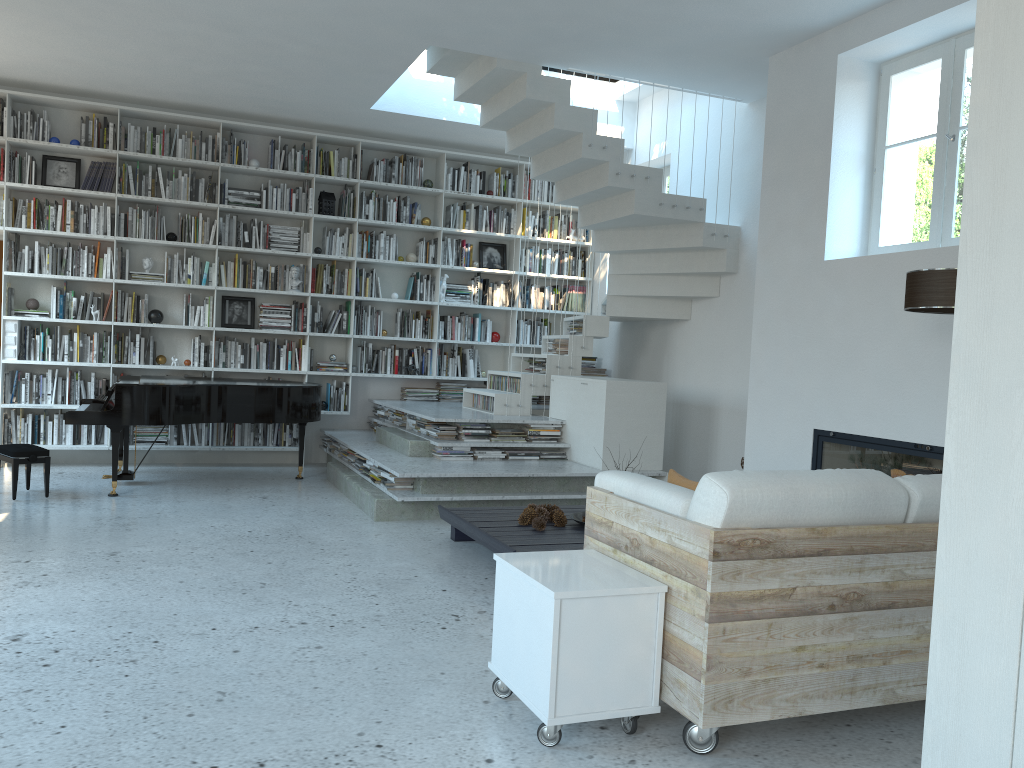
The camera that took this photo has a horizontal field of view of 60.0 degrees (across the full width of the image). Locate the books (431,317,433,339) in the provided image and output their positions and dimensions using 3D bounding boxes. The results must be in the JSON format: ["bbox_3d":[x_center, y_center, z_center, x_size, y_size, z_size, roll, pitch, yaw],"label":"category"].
[{"bbox_3d":[-0.825,-0.565,8.977,0.009,0.224,0.146,2,3,-22],"label":"books"}]

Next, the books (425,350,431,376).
[{"bbox_3d":[-0.861,-0.216,8.966,0.026,0.258,0.156,2,3,-22],"label":"books"}]

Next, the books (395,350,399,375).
[{"bbox_3d":[-1.172,-0.220,8.839,0.031,0.244,0.184,2,3,-22],"label":"books"}]

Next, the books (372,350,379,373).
[{"bbox_3d":[-1.371,-0.221,8.767,0.065,0.231,0.162,2,3,-22],"label":"books"}]

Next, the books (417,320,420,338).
[{"bbox_3d":[-0.958,-0.549,8.901,0.019,0.183,0.190,2,3,-22],"label":"books"}]

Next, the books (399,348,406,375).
[{"bbox_3d":[-1.104,-0.227,8.871,0.026,0.262,0.173,2,3,-22],"label":"books"}]

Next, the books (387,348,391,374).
[{"bbox_3d":[-1.243,-0.227,8.811,0.025,0.252,0.181,2,3,-22],"label":"books"}]

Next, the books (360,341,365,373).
[{"bbox_3d":[-1.471,-0.267,8.708,0.010,0.316,0.186,2,3,-22],"label":"books"}]

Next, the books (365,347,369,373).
[{"bbox_3d":[-1.444,-0.236,8.722,0.023,0.256,0.178,2,3,-22],"label":"books"}]

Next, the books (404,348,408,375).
[{"bbox_3d":[-1.083,-0.227,8.887,0.026,0.263,0.169,2,3,-22],"label":"books"}]

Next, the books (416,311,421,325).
[{"bbox_3d":[-0.946,-0.594,8.907,0.006,0.274,0.172,2,3,-22],"label":"books"}]

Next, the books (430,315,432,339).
[{"bbox_3d":[-0.845,-0.574,8.973,0.019,0.241,0.134,2,3,-22],"label":"books"}]

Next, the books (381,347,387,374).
[{"bbox_3d":[-1.276,-0.236,8.809,0.014,0.268,0.171,2,3,-22],"label":"books"}]

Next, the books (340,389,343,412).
[{"bbox_3d":[-1.658,0.155,8.565,0.011,0.212,0.178,2,3,-22],"label":"books"}]

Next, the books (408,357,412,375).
[{"bbox_3d":[-1.040,-0.184,8.902,0.025,0.181,0.169,2,3,-22],"label":"books"}]

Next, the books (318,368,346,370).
[{"bbox_3d":[-1.745,-0.147,8.569,0.254,0.012,0.160,2,2,-16],"label":"books"}]

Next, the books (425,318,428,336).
[{"bbox_3d":[-0.877,-0.557,8.951,0.016,0.205,0.141,2,3,-22],"label":"books"}]

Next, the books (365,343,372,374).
[{"bbox_3d":[-1.418,-0.254,8.730,0.030,0.294,0.188,2,3,-22],"label":"books"}]

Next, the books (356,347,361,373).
[{"bbox_3d":[-1.511,-0.238,8.715,0.012,0.254,0.160,2,3,-22],"label":"books"}]

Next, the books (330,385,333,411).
[{"bbox_3d":[-1.749,0.135,8.536,0.014,0.246,0.176,2,3,-22],"label":"books"}]

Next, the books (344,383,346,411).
[{"bbox_3d":[-1.635,0.125,8.603,0.015,0.271,0.157,2,3,-22],"label":"books"}]

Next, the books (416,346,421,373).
[{"bbox_3d":[-0.948,-0.237,8.941,0.013,0.294,0.134,2,3,-22],"label":"books"}]

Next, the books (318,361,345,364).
[{"bbox_3d":[-1.740,-0.208,8.560,0.254,0.012,0.160,2,2,-13],"label":"books"}]

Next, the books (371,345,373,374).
[{"bbox_3d":[-1.403,-0.245,8.746,0.010,0.277,0.174,2,3,-22],"label":"books"}]

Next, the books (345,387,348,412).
[{"bbox_3d":[-1.618,0.145,8.596,0.013,0.233,0.149,2,3,-22],"label":"books"}]

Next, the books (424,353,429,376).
[{"bbox_3d":[-0.883,-0.202,8.952,0.025,0.228,0.175,2,3,-22],"label":"books"}]

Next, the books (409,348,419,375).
[{"bbox_3d":[-0.984,-0.225,8.918,0.070,0.266,0.185,2,3,-22],"label":"books"}]

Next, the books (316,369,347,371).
[{"bbox_3d":[-1.746,-0.135,8.572,0.285,0.012,0.159,2,2,-17],"label":"books"}]

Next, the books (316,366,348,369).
[{"bbox_3d":[-1.744,-0.159,8.566,0.285,0.012,0.159,2,2,-19],"label":"books"}]

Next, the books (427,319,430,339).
[{"bbox_3d":[-0.860,-0.556,8.948,0.013,0.204,0.158,2,3,-22],"label":"books"}]

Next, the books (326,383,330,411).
[{"bbox_3d":[-1.772,0.124,8.535,0.005,0.264,0.162,2,3,-22],"label":"books"}]

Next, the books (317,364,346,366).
[{"bbox_3d":[-1.740,-0.183,8.559,0.254,0.012,0.160,2,2,-22],"label":"books"}]

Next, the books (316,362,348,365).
[{"bbox_3d":[-1.742,-0.196,8.567,0.285,0.012,0.159,2,2,-18],"label":"books"}]

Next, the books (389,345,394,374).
[{"bbox_3d":[-1.209,-0.243,8.844,0.012,0.285,0.159,2,3,-22],"label":"books"}]

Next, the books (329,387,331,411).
[{"bbox_3d":[-1.768,0.142,8.547,0.012,0.229,0.129,2,3,-22],"label":"books"}]

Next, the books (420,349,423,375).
[{"bbox_3d":[-0.933,-0.222,8.949,0.021,0.265,0.150,2,3,-22],"label":"books"}]

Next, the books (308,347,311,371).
[{"bbox_3d":[-1.970,-0.242,8.539,0.027,0.229,0.141,2,3,-22],"label":"books"}]

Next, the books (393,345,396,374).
[{"bbox_3d":[-1.189,-0.245,8.828,0.012,0.293,0.175,2,3,-22],"label":"books"}]

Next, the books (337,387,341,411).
[{"bbox_3d":[-1.675,0.147,8.576,0.012,0.226,0.149,2,3,-22],"label":"books"}]

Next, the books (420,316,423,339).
[{"bbox_3d":[-0.936,-0.571,8.911,0.018,0.229,0.181,2,3,-22],"label":"books"}]

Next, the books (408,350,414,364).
[{"bbox_3d":[-1.022,-0.218,8.909,0.012,0.249,0.164,2,3,-22],"label":"books"}]

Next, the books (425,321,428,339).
[{"bbox_3d":[-0.882,-0.544,8.920,0.016,0.180,0.189,2,3,-22],"label":"books"}]

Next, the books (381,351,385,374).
[{"bbox_3d":[-1.296,-0.217,8.805,0.024,0.228,0.159,2,3,-22],"label":"books"}]

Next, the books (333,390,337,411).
[{"bbox_3d":[-1.714,0.157,8.570,0.013,0.202,0.139,2,3,-22],"label":"books"}]

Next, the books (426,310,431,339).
[{"bbox_3d":[-0.845,-0.601,8.942,0.007,0.295,0.162,2,3,-22],"label":"books"}]

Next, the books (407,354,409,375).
[{"bbox_3d":[-1.063,-0.200,8.898,0.022,0.211,0.135,2,3,-22],"label":"books"}]

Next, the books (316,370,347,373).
[{"bbox_3d":[-1.745,-0.123,8.568,0.285,0.012,0.159,2,2,-19],"label":"books"}]

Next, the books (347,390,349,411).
[{"bbox_3d":[-1.612,0.159,8.613,0.012,0.206,0.160,2,3,-22],"label":"books"}]

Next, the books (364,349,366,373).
[{"bbox_3d":[-1.471,-0.230,8.738,0.015,0.240,0.152,2,3,-22],"label":"books"}]

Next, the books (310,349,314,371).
[{"bbox_3d":[-1.944,-0.232,8.553,0.030,0.210,0.136,2,3,-22],"label":"books"}]

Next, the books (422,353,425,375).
[{"bbox_3d":[-0.914,-0.199,8.945,0.013,0.220,0.168,2,3,-22],"label":"books"}]

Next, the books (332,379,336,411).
[{"bbox_3d":[-1.733,0.107,8.561,0.032,0.300,0.148,2,3,-22],"label":"books"}]

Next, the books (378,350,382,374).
[{"bbox_3d":[-1.321,-0.222,8.799,0.029,0.235,0.142,2,3,-22],"label":"books"}]

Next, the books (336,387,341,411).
[{"bbox_3d":[-1.686,0.148,8.554,0.026,0.225,0.175,2,3,-22],"label":"books"}]

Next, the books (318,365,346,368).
[{"bbox_3d":[-1.744,-0.172,8.570,0.254,0.012,0.160,2,2,-17],"label":"books"}]

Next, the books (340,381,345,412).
[{"bbox_3d":[-1.644,0.119,8.576,0.021,0.285,0.172,2,3,-22],"label":"books"}]

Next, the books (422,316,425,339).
[{"bbox_3d":[-0.908,-0.572,8.936,0.021,0.232,0.155,2,3,-22],"label":"books"}]

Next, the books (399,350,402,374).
[{"bbox_3d":[-1.133,-0.219,8.878,0.021,0.243,0.131,2,3,-22],"label":"books"}]

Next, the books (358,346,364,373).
[{"bbox_3d":[-1.487,-0.240,8.703,0.023,0.262,0.186,2,3,-22],"label":"books"}]

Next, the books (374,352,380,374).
[{"bbox_3d":[-1.337,-0.213,8.783,0.011,0.217,0.175,2,3,-22],"label":"books"}]
